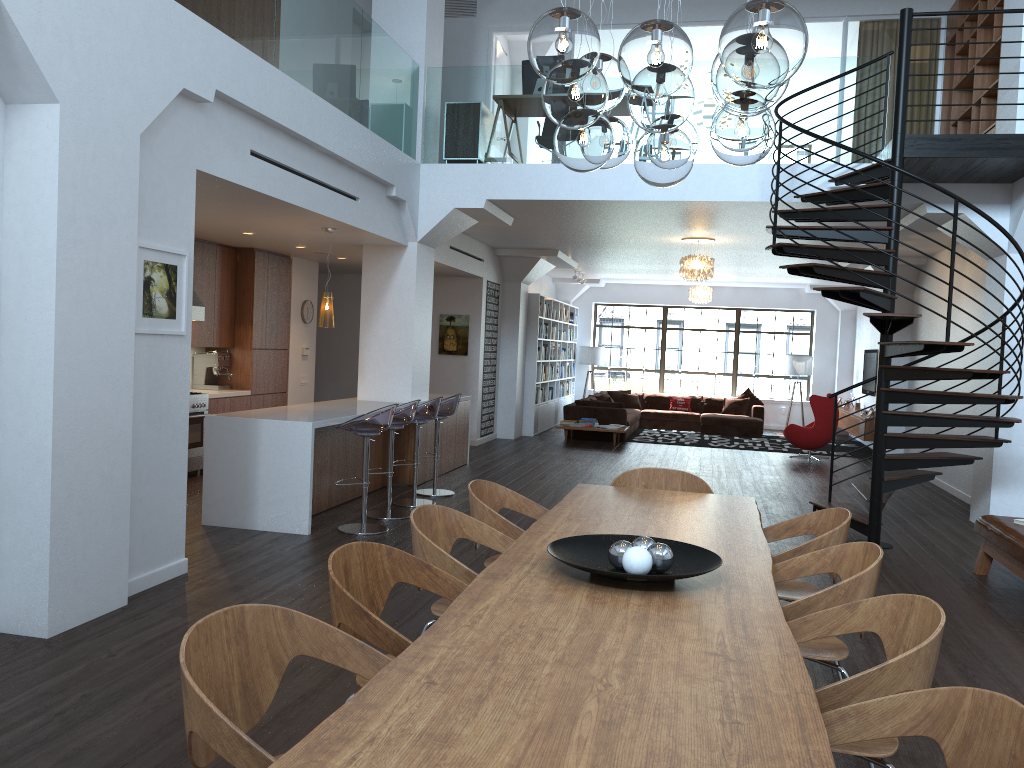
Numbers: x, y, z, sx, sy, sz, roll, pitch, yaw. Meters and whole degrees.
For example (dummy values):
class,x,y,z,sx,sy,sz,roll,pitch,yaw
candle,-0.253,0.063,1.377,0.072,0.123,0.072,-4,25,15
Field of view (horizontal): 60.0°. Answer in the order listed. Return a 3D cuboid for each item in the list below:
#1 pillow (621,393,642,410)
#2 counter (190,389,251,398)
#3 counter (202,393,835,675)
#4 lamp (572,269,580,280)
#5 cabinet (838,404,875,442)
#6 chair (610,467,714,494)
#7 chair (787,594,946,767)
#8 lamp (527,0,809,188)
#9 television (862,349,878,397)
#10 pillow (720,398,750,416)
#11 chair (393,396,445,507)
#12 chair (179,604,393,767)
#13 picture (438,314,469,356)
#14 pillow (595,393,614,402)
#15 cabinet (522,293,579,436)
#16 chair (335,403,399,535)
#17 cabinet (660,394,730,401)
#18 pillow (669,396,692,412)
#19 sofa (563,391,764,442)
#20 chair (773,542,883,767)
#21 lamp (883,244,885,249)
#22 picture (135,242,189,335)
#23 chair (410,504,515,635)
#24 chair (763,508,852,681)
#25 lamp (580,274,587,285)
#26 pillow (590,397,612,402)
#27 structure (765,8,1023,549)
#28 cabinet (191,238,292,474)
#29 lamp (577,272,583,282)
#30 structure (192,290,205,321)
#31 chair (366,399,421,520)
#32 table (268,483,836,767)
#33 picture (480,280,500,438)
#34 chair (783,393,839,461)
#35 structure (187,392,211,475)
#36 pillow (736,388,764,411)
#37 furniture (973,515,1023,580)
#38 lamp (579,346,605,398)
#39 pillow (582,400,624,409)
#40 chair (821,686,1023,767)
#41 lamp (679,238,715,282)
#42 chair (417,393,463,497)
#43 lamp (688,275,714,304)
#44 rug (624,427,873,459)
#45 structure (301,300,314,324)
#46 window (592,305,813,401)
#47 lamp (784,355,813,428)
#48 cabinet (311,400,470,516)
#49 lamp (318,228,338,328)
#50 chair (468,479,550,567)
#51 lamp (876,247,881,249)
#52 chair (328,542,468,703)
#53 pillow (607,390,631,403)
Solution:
class,x,y,z,sx,sy,sz,roll,pitch,yaw
pillow,2.430,0.352,18.215,0.489,0.337,0.238,2,3,-18
counter,-3.778,0.154,8.143,0.600,0.050,4.387,3,2,12
counter,-0.930,0.724,7.275,3.039,0.860,8.182,2,3,-17
lamp,1.177,-2.036,16.496,0.120,0.211,0.111,0,3,-43
cabinet,6.213,0.658,15.988,0.459,0.350,4.501,3,2,12
chair,0.814,0.915,4.917,0.629,0.833,0.618,3,2,7
chair,0.895,1.018,2.555,0.618,0.833,0.629,3,2,12
lamp,0.588,-1.839,3.230,0.849,2.140,1.787,3,2,11
television,6.393,-0.209,15.854,0.013,0.816,1.324,3,2,12
pillow,4.476,0.443,17.783,0.542,0.362,0.248,4,3,33
chair,-0.889,0.606,8.233,0.481,1.014,0.530,3,2,10
chair,-0.458,0.977,2.063,0.618,0.833,0.629,3,2,12
picture,-0.868,-0.733,13.223,0.450,0.600,0.030,3,2,12
pillow,1.793,0.380,16.797,0.325,0.391,0.625,4,3,29
cabinet,0.679,-0.398,17.189,0.461,2.414,4.500,3,2,12
chair,-1.155,0.646,6.992,0.481,1.014,0.530,3,2,15
cabinet,3.931,0.570,18.949,1.520,0.625,0.350,3,2,12
pillow,3.445,0.416,18.135,0.465,0.308,0.220,3,2,9
sofa,2.988,0.606,16.597,3.481,0.664,4.197,3,2,12
chair,1.043,0.993,3.305,0.618,0.833,0.629,3,2,14
lamp,4.589,-1.650,10.953,0.120,0.211,0.111,1,3,-28
picture,-2.033,-0.540,5.138,0.018,0.500,0.500,3,2,12
chair,-0.125,0.930,3.557,0.618,0.833,0.629,3,2,12
chair,1.216,0.968,4.052,0.617,0.830,0.629,3,2,12
lamp,1.401,-2.067,17.496,0.120,0.211,0.111,2,2,-13
pillow,1.588,0.408,15.380,0.269,0.411,0.559,1,3,-32
structure,3.086,-0.843,7.240,1.998,4.352,1.998,1,3,-27
cabinet,-3.660,-0.275,8.572,0.598,2.499,5.299,3,2,12
lamp,1.288,-2.051,16.990,0.120,0.211,0.111,1,3,-28
structure,-3.593,-0.455,9.016,0.529,1.110,0.811,3,2,12
chair,-1.044,0.625,7.615,0.481,1.014,0.530,3,2,10
table,0.395,1.016,3.040,1.012,0.750,3.803,3,2,13
picture,-0.332,-0.386,13.781,0.021,2.380,0.800,3,2,13
chair,4.603,0.633,13.643,0.801,1.006,0.798,4,3,38
structure,-3.572,0.550,9.043,0.662,0.919,0.811,3,2,12
pillow,4.717,0.366,17.896,0.651,0.587,0.335,2,2,-9
furniture,3.633,1.205,5.554,0.907,0.453,1.819,3,2,12
lamp,1.707,-0.025,19.359,0.545,1.579,0.545,3,2,1
pillow,1.566,0.461,15.114,0.750,0.364,0.289,3,2,12
chair,0.713,1.041,1.797,0.618,0.833,0.629,3,2,12
lamp,2.399,-1.599,11.491,0.442,0.539,0.441,1,3,-35
chair,-0.752,0.586,8.848,0.481,1.014,0.530,3,2,15
lamp,3.501,-1.757,16.428,0.442,0.539,0.441,1,3,-35
rug,4.184,1.023,15.821,4.200,0.007,3.100,3,2,14
structure,-2.648,-0.933,11.479,0.040,0.300,0.300,3,2,12
window,4.104,-0.707,19.428,4.648,1.905,0.114,3,2,12
lamp,5.890,0.206,18.327,0.545,1.579,0.545,4,3,23
cabinet,-1.469,0.648,9.058,0.898,0.796,4.493,3,2,12
lamp,-0.602,-1.407,8.915,2.842,1.807,0.149,1,3,-38
chair,0.062,0.906,4.314,0.618,0.833,0.629,3,2,11
lamp,4.699,-1.665,11.447,0.120,0.211,0.111,0,3,-43
chair,-0.291,0.954,2.812,0.618,0.833,0.629,3,2,12
pillow,2.265,0.320,18.349,0.580,0.418,0.334,2,2,-14
